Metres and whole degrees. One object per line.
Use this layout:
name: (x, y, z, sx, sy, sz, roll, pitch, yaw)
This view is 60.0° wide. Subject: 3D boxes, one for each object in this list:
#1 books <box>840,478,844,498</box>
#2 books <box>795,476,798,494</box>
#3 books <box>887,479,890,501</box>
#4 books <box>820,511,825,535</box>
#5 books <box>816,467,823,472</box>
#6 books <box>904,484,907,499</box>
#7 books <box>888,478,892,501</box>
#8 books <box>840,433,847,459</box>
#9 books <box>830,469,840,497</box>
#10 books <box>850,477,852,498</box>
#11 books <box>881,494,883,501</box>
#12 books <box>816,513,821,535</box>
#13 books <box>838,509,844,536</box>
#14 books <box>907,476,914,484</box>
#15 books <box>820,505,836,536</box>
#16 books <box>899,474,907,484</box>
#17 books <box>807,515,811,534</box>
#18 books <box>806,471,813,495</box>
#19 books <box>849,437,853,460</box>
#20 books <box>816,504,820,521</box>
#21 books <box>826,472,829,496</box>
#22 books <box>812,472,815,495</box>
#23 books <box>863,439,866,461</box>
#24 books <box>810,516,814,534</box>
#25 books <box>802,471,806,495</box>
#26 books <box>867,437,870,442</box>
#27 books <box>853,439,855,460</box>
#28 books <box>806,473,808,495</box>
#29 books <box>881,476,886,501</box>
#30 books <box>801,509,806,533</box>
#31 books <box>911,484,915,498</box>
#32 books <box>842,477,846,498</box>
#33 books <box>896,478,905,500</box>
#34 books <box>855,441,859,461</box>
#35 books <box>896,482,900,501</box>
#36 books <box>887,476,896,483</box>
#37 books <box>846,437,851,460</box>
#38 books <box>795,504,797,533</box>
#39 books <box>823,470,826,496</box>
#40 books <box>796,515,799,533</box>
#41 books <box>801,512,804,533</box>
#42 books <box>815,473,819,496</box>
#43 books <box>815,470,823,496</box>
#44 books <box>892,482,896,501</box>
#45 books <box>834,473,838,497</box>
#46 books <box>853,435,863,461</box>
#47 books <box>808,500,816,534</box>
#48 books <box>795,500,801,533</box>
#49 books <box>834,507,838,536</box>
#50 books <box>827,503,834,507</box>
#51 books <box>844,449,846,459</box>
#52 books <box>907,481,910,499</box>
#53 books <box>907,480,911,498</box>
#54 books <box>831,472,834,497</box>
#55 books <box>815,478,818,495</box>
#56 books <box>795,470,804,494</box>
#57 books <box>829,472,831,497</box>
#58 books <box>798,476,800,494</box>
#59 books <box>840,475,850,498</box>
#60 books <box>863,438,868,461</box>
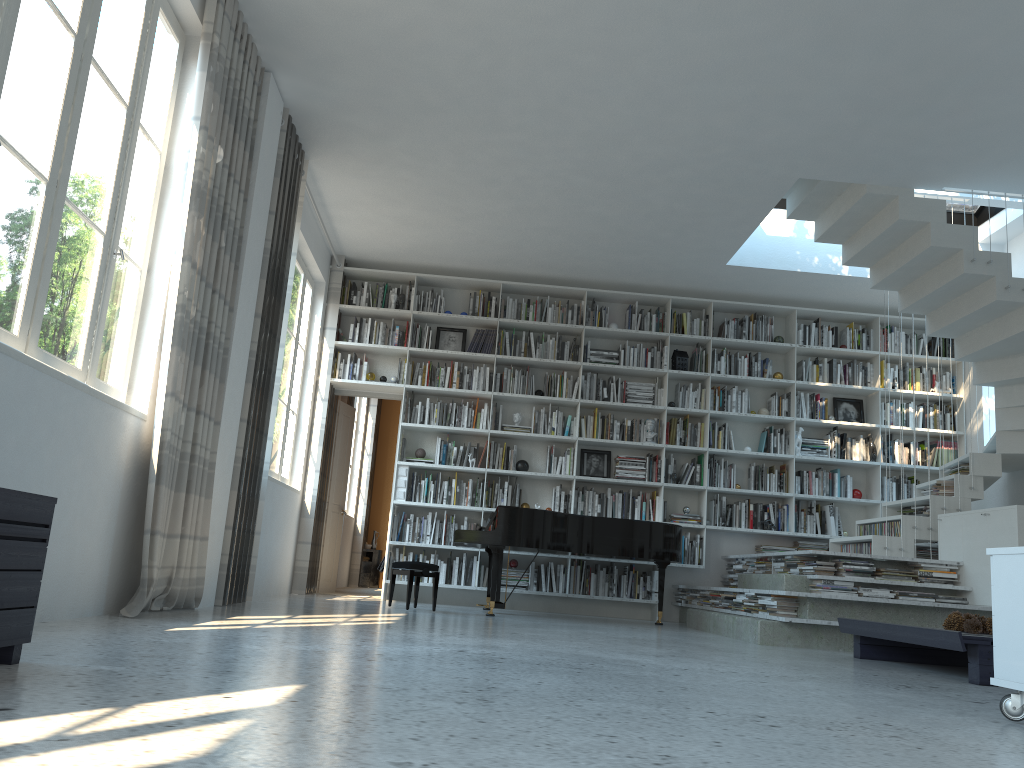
books: (3.191, 1.029, 8.659, 0.030, 0.200, 0.190, 5, -12, -2)
books: (2.749, 1.000, 8.647, 0.023, 0.186, 0.160, 5, -12, -2)
books: (3.647, 1.052, 8.684, 0.037, 0.235, 0.153, 5, -12, -2)
books: (2.984, 1.353, 8.592, 0.031, 0.239, 0.172, 5, -12, -2)
books: (3.003, 0.966, 8.667, 0.013, 0.298, 0.148, 5, -12, -2)
books: (3.818, 1.086, 8.696, 0.027, 0.200, 0.164, 5, -12, -2)
books: (3.677, 1.052, 8.687, 0.022, 0.241, 0.151, 5, -12, -2)
books: (3.241, 0.634, 8.744, 0.059, 0.281, 0.167, 5, -12, -2)
books: (3.156, 0.981, 8.663, 0.026, 0.289, 0.181, 5, -12, -2)
books: (3.281, 1.027, 8.672, 0.027, 0.223, 0.170, 5, -12, -2)
books: (3.564, 1.027, 8.692, 0.085, 0.277, 0.160, 5, -12, -2)
books: (2.932, 1.359, 8.584, 0.052, 0.216, 0.185, 5, -12, -2)
books: (3.159, 1.352, 8.604, 0.062, 0.273, 0.148, 5, -12, -2)
books: (3.915, 1.051, 8.699, 0.011, 0.284, 0.161, 5, -12, -2)
books: (3.041, 1.324, 8.558, 0.075, 0.290, 0.255, 5, -12, -2)
books: (3.842, 1.041, 8.706, 0.013, 0.296, 0.141, 5, -12, -2)
books: (2.851, 1.369, 8.589, 0.030, 0.187, 0.140, 5, -12, -2)
books: (2.879, 0.979, 8.646, 0.045, 0.245, 0.186, 5, -12, -2)
books: (3.325, 0.662, 8.767, 0.031, 0.249, 0.133, 5, -12, -2)
books: (2.965, 1.324, 8.616, 0.010, 0.303, 0.132, 5, -12, -2)
books: (3.054, 0.997, 8.670, 0.026, 0.246, 0.166, 5, -12, -2)
books: (2.914, 0.989, 8.662, 0.026, 0.238, 0.177, 5, -12, -2)
books: (3.436, 0.670, 8.741, 0.041, 0.238, 0.177, 5, -12, -2)
books: (2.879, 1.371, 8.583, 0.024, 0.184, 0.149, 5, -12, -2)
books: (2.835, 0.979, 8.662, 0.024, 0.246, 0.143, 5, -12, -2)
books: (3.545, 0.664, 8.779, 0.029, 0.283, 0.139, 5, -12, -2)
books: (3.354, 0.671, 8.766, 0.028, 0.234, 0.129, 5, -12, -2)
books: (2.852, 0.989, 8.648, 0.011, 0.222, 0.163, 5, -12, -2)
books: (3.618, 1.040, 8.677, 0.024, 0.251, 0.176, 5, -12, -2)
books: (2.807, 1.335, 8.581, 0.015, 0.243, 0.157, 5, -12, -2)
books: (3.897, 1.086, 8.682, 0.021, 0.205, 0.175, 5, -12, -2)
books: (3.224, 1.026, 8.677, 0.037, 0.218, 0.140, 5, -12, -2)
books: (3.780, 1.053, 8.672, 0.027, 0.248, 0.184, 5, -12, -2)
books: (3.380, 0.683, 8.758, 0.025, 0.212, 0.156, 5, -12, -2)
books: (3.751, 1.076, 8.693, 0.025, 0.207, 0.149, 5, -12, -2)
books: (3.729, 1.047, 8.704, 0.024, 0.266, 0.133, 5, -12, -2)
books: (3.294, 0.659, 8.748, 0.031, 0.241, 0.147, 5, -12, -2)
books: (2.725, 1.309, 8.593, 0.015, 0.286, 0.138, 5, -12, -2)
books: (3.014, 0.981, 8.647, 0.012, 0.261, 0.187, 5, -12, -2)
books: (2.745, 1.350, 8.598, 0.033, 0.213, 0.140, 5, -12, -2)
books: (2.787, 1.350, 8.588, 0.023, 0.214, 0.164, 5, -12, -2)
books: (2.959, 0.997, 8.660, 0.012, 0.229, 0.179, 5, -12, -2)
books: (2.982, 0.981, 8.641, 0.028, 0.254, 0.192, 5, -12, -2)
books: (3.701, 1.072, 8.679, 0.029, 0.201, 0.173, 5, -12, -2)
books: (3.130, 1.001, 8.654, 0.023, 0.243, 0.190, 5, -12, -2)
books: (3.407, 0.651, 8.741, 0.021, 0.270, 0.192, 5, -12, -2)
books: (2.904, 1.300, 8.595, 0.014, 0.332, 0.169, 5, -12, -2)
books: (2.773, 1.296, 8.609, 0.013, 0.326, 0.131, 5, -12, -2)
books: (3.117, 1.340, 8.594, 0.025, 0.287, 0.160, 5, -12, -2)
books: (3.099, 1.324, 8.619, 0.012, 0.325, 0.136, 5, -12, -2)
books: (3.274, 0.644, 8.771, 0.010, 0.277, 0.129, 5, -12, -2)
books: (3.853, 1.073, 8.694, 0.014, 0.230, 0.172, 5, -12, -2)
books: (3.873, 1.072, 8.712, 0.027, 0.241, 0.132, 5, -12, -2)
books: (3.112, 1.000, 8.678, 0.012, 0.253, 0.161, 5, -12, -2)
books: (2.939, 1.016, 8.645, 0.027, 0.181, 0.186, 5, -12, -2)
books: (2.800, 0.975, 8.650, 0.047, 0.243, 0.177, 5, -12, -2)
books: (3.075, 0.994, 8.652, 0.014, 0.248, 0.177, 5, -12, -2)
books: (2.771, 1.002, 8.646, 0.022, 0.183, 0.163, 5, -12, -2)
books: (3.256, 1.019, 8.671, 0.025, 0.235, 0.181, 5, -12, -2)
books: (3.468, 0.668, 8.758, 0.024, 0.254, 0.145, 5, -12, -2)
